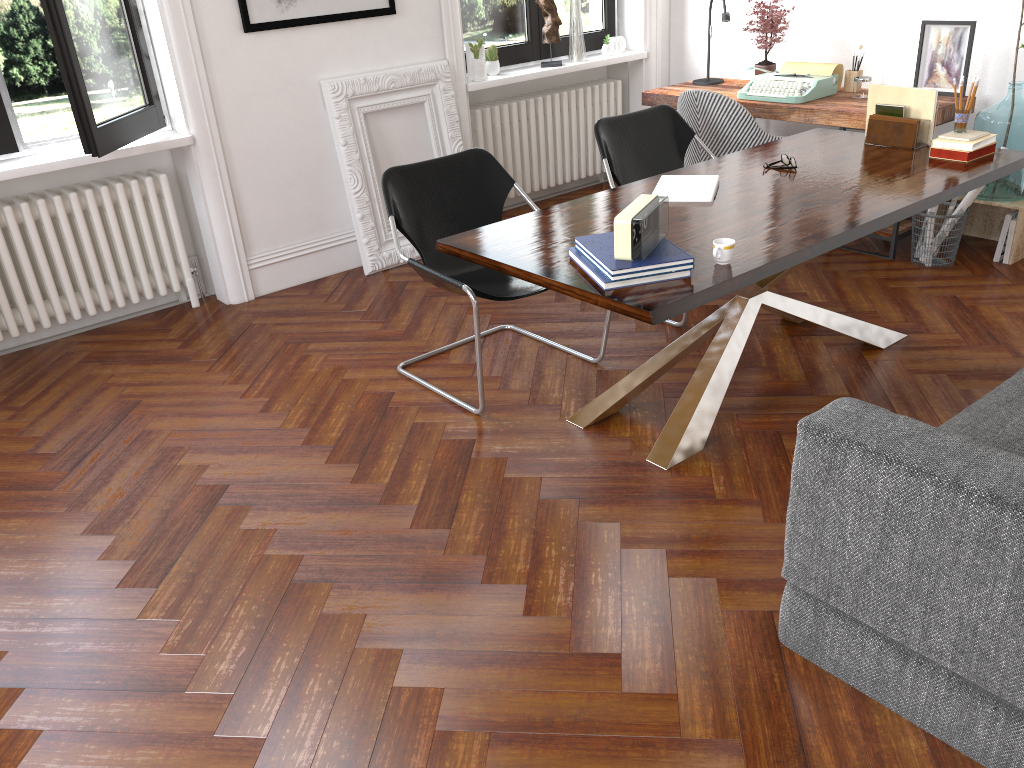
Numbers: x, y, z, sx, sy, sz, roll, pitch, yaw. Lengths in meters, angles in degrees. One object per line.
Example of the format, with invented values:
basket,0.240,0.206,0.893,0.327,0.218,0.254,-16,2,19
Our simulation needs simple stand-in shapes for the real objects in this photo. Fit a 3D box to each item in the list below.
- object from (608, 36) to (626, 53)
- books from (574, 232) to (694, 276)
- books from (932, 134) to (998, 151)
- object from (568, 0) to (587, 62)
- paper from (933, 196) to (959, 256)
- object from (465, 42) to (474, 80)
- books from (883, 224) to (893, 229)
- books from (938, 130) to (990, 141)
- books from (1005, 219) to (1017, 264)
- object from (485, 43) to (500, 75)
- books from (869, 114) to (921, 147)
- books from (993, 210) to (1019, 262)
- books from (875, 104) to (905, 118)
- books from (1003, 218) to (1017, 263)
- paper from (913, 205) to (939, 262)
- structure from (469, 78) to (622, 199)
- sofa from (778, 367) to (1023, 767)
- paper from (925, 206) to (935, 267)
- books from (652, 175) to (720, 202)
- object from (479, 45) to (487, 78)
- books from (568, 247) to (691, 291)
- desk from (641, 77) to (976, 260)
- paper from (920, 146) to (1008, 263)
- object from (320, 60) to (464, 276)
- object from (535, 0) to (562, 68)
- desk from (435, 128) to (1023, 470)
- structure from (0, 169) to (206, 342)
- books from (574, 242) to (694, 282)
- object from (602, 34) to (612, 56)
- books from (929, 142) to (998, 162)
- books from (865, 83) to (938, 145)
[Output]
object,0.728,-2.372,6.199,0.132,0.098,0.133,6,29,20
books,0.357,-0.402,2.651,0.250,0.017,0.341,-10,27,-11
books,1.816,-0.977,3.559,0.206,0.029,0.163,-24,33,-34
object,0.452,-2.635,5.699,0.294,1.063,0.288,-22,32,-30
paper,2.264,-0.845,4.619,0.126,0.392,0.025,-11,28,-13
object,-0.255,-1.987,5.455,0.051,0.215,0.050,-6,27,-2
books,2.028,-0.912,4.892,0.267,0.014,0.195,-24,32,-34
books,1.817,-1.001,3.564,0.159,0.008,0.127,-22,31,-31
books,2.590,-0.740,4.535,0.169,0.234,0.012,-23,33,-32
object,-0.122,-2.044,5.580,0.097,0.187,0.098,-11,28,-13
books,1.617,-1.073,3.771,0.028,0.126,0.220,-24,32,-33
books,2.567,-0.767,4.565,0.187,0.260,0.054,-23,32,-32
books,1.625,-1.121,3.815,0.040,0.159,0.128,-24,33,-33
books,2.582,-0.744,4.544,0.169,0.234,0.012,-23,33,-32
paper,2.199,-0.963,4.604,0.047,0.631,0.292,21,36,40
structure,0.237,-1.621,6.173,1.447,0.785,0.224,-23,32,-32
sofa,2.060,0.082,2.389,2.634,0.836,1.256,-23,32,-32
paper,2.125,-0.820,4.498,0.073,0.483,0.033,-5,27,0
books,0.668,-0.750,3.394,0.231,0.026,0.323,4,28,16
object,-0.188,-1.990,5.479,0.051,0.190,0.050,-6,27,-2
books,0.346,-0.368,2.674,0.264,0.027,0.344,-10,27,-11
desk,1.659,-1.341,5.309,0.645,0.764,1.789,-23,32,-33
paper,2.252,-0.881,4.428,0.329,0.615,0.046,12,31,29
object,-0.605,-1.256,5.137,0.827,1.071,0.232,-23,33,-32
object,0.231,-2.417,5.638,0.165,0.760,0.141,-2,27,5
desk,0.940,-0.372,3.462,2.217,0.758,1.025,-23,32,-32
structure,-2.299,-0.547,4.430,1.447,0.785,0.224,-23,32,-32
books,0.358,-0.387,2.659,0.250,0.017,0.341,-10,27,-11
object,0.646,-2.307,6.040,0.072,0.135,0.071,-10,27,-10
books,1.815,-0.943,3.566,0.215,0.040,0.158,-22,31,-31
books,1.667,-1.160,3.808,0.043,0.241,0.308,-24,32,-33
